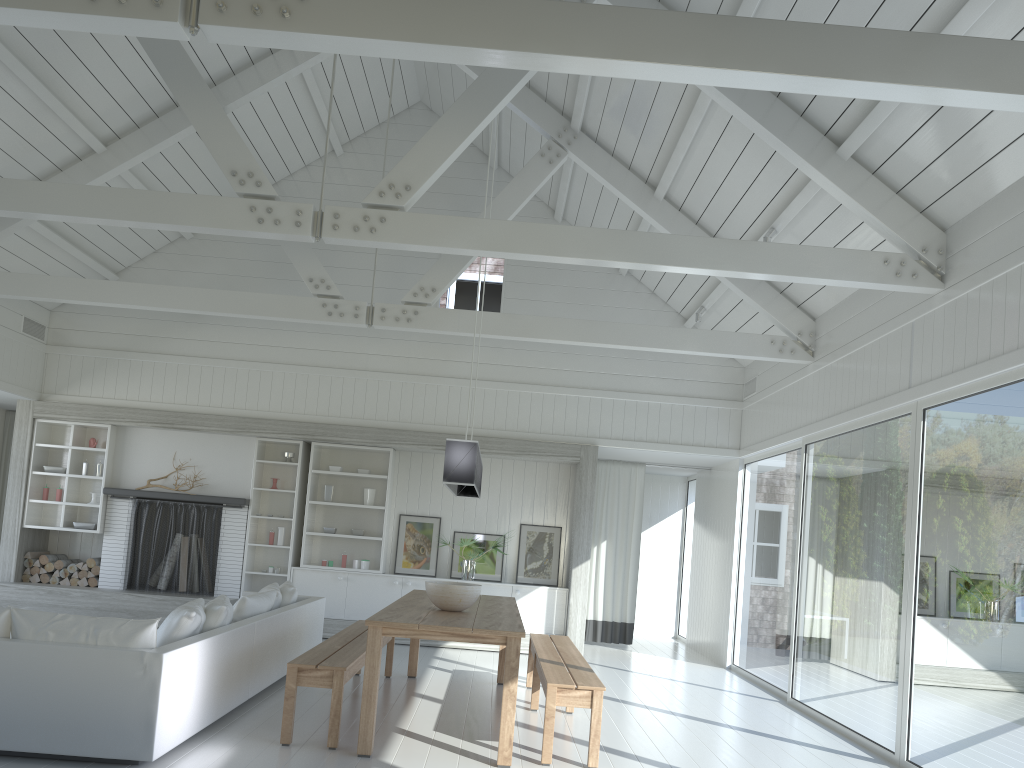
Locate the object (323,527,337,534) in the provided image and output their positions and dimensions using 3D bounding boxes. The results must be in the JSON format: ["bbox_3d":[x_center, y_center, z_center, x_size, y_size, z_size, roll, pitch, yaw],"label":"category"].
[{"bbox_3d":[-2.115,1.706,10.254,0.141,0.065,0.143,5,-9,0],"label":"object"}]

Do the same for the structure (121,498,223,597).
[{"bbox_3d":[-3.859,1.852,9.981,1.098,1.055,0.117,5,-4,-1],"label":"structure"}]

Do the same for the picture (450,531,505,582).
[{"bbox_3d":[-0.402,2.033,10.378,0.609,0.549,0.054,5,-4,-1],"label":"picture"}]

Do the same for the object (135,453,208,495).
[{"bbox_3d":[-3.813,1.006,10.033,0.788,0.498,0.459,9,-8,-31],"label":"object"}]

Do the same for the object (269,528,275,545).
[{"bbox_3d":[-2.790,1.769,10.244,0.054,0.195,0.055,5,-4,-1],"label":"object"}]

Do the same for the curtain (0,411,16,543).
[{"bbox_3d":[-6.256,1.522,11.197,0.630,2.353,0.117,5,-4,-1],"label":"curtain"}]

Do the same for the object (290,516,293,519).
[{"bbox_3d":[-2.574,1.570,10.353,0.054,0.025,0.055,5,-9,0],"label":"object"}]

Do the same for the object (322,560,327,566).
[{"bbox_3d":[-2.178,2.071,10.219,0.054,0.070,0.054,7,-7,-22],"label":"object"}]

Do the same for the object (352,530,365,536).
[{"bbox_3d":[-1.810,1.756,10.399,0.141,0.065,0.143,5,-9,0],"label":"object"}]

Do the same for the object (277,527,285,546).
[{"bbox_3d":[-2.683,1.770,10.244,0.072,0.209,0.072,5,-4,-1],"label":"object"}]

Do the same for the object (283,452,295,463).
[{"bbox_3d":[-2.603,0.861,10.276,0.161,0.123,0.163,0,-9,32],"label":"object"}]

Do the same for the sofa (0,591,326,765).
[{"bbox_3d":[-3.498,1.751,6.363,3.476,0.732,4.179,5,-10,0],"label":"sofa"}]

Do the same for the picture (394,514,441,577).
[{"bbox_3d":[-1.107,1.899,10.363,0.495,0.698,0.066,5,-4,-1],"label":"picture"}]

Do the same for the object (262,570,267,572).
[{"bbox_3d":[-2.870,2.167,10.219,0.054,0.025,0.055,5,-9,0],"label":"object"}]

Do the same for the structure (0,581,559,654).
[{"bbox_3d":[-2.563,2.762,10.605,6.349,0.343,1.902,5,-10,-1],"label":"structure"}]

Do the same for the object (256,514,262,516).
[{"bbox_3d":[-2.926,1.513,10.186,0.054,0.025,0.055,5,-9,0],"label":"object"}]

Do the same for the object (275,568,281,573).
[{"bbox_3d":[-2.718,2.161,10.220,0.058,0.060,0.058,5,-7,-1],"label":"object"}]

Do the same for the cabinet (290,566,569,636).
[{"bbox_3d":[-0.957,2.536,10.340,3.181,0.547,0.660,5,-7,-1],"label":"cabinet"}]

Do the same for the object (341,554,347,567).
[{"bbox_3d":[-1.947,2.032,10.242,0.054,0.195,0.055,5,-4,-1],"label":"object"}]

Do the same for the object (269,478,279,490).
[{"bbox_3d":[-2.768,1.168,10.281,0.137,0.129,0.138,-2,-9,42],"label":"object"}]

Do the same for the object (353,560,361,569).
[{"bbox_3d":[-1.797,2.101,10.279,0.091,0.095,0.091,0,-8,33],"label":"object"}]

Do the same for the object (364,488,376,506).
[{"bbox_3d":[-1.664,1.322,10.287,0.102,0.195,0.103,0,-7,44],"label":"object"}]

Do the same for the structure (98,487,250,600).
[{"bbox_3d":[-3.869,1.937,10.334,1.616,1.277,0.867,5,-6,-1],"label":"structure"}]

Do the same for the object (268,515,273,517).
[{"bbox_3d":[-2.808,1.532,10.242,0.054,0.025,0.055,5,-9,0],"label":"object"}]

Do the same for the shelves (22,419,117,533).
[{"bbox_3d":[-5.045,1.087,10.255,0.865,1.230,0.553,5,-5,-1],"label":"shelves"}]

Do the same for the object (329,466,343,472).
[{"bbox_3d":[-2.059,1.001,10.301,0.141,0.065,0.143,5,-9,0],"label":"object"}]

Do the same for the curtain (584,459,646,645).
[{"bbox_3d":[1.169,2.152,11.430,1.006,2.353,0.117,5,-4,0],"label":"curtain"}]

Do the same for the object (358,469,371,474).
[{"bbox_3d":[-1.754,1.051,10.446,0.141,0.065,0.143,5,-9,0],"label":"object"}]

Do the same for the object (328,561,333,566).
[{"bbox_3d":[-2.110,2.087,10.246,0.058,0.060,0.058,7,-7,-23],"label":"object"}]

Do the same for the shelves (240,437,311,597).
[{"bbox_3d":[-2.763,1.674,10.388,0.541,1.985,0.609,5,-4,0],"label":"shelves"}]

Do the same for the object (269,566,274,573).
[{"bbox_3d":[-2.792,2.150,10.222,0.054,0.070,0.055,5,-6,-1],"label":"object"}]

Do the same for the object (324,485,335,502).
[{"bbox_3d":[-2.132,1.284,10.281,0.102,0.195,0.103,5,-5,0],"label":"object"}]

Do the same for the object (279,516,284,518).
[{"bbox_3d":[-2.691,1.551,10.298,0.054,0.025,0.055,5,-9,0],"label":"object"}]

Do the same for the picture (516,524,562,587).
[{"bbox_3d":[0.319,2.016,10.381,0.495,0.698,0.066,5,-4,-1],"label":"picture"}]

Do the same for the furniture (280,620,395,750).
[{"bbox_3d":[-1.163,2.082,6.381,0.340,0.467,2.710,5,-10,0],"label":"furniture"}]

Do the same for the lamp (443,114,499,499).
[{"bbox_3d":[-0.182,-1.303,6.569,0.200,4.210,1.922,5,-5,0],"label":"lamp"}]

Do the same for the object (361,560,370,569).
[{"bbox_3d":[-1.701,2.089,10.212,0.085,0.110,0.086,0,-7,34],"label":"object"}]

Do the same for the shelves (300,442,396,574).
[{"bbox_3d":[-1.901,1.469,10.416,0.939,1.432,0.610,5,-5,-1],"label":"shelves"}]

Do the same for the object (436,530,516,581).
[{"bbox_3d":[-0.438,1.939,10.084,0.971,0.624,0.628,5,-7,-3],"label":"object"}]

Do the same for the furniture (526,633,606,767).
[{"bbox_3d":[0.330,2.204,6.400,0.340,0.467,2.710,5,-10,0],"label":"furniture"}]
